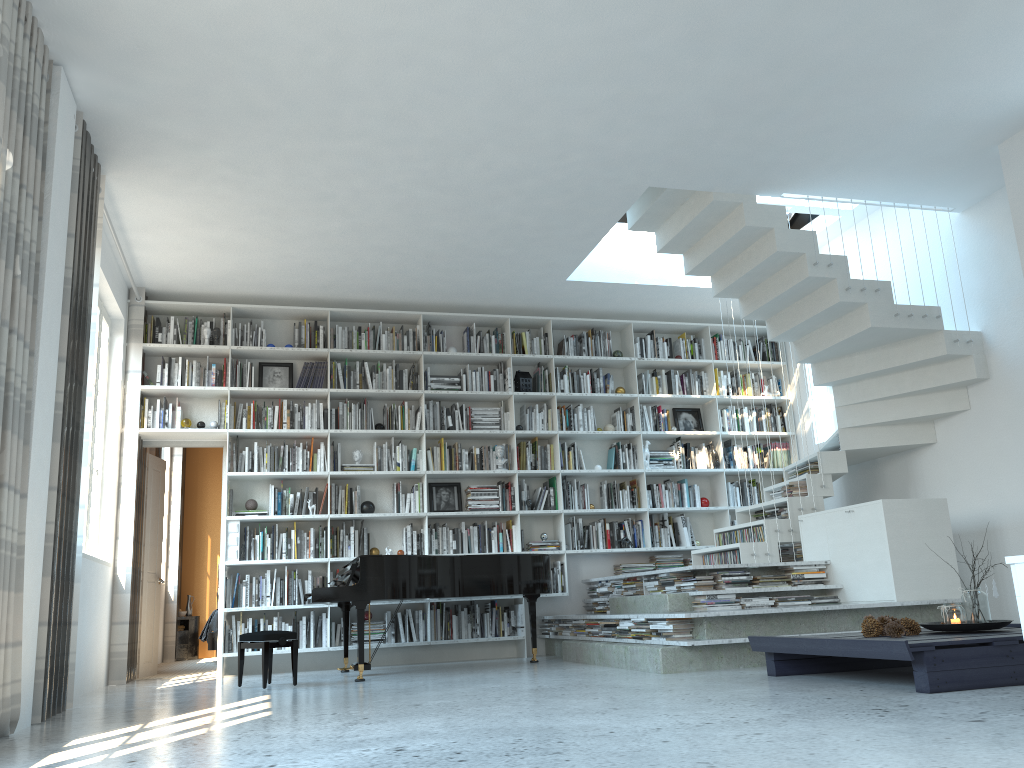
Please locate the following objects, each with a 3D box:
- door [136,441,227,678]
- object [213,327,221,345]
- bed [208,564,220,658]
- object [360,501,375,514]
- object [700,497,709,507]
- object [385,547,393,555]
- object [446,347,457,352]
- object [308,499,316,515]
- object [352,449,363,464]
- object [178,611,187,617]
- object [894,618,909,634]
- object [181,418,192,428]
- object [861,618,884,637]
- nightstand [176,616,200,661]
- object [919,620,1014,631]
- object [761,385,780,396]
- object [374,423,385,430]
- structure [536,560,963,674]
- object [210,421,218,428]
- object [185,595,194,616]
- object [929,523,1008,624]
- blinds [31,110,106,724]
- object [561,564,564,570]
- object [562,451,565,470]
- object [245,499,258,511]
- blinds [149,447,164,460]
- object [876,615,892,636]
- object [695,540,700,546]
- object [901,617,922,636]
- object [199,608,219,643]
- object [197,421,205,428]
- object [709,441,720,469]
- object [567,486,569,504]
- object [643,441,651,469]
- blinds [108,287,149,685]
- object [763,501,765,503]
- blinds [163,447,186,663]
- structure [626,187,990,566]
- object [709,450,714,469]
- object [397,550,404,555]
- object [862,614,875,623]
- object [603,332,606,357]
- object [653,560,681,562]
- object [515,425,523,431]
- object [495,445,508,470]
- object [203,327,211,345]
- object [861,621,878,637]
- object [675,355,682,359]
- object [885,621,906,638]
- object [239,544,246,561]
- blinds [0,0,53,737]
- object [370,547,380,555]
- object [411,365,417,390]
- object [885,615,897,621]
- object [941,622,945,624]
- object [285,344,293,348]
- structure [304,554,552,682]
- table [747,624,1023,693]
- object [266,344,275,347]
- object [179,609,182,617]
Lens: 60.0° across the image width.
[{"bbox_3d":[-2.957,1.553,7.852,0.834,1.975,0.788,1,-14,-15],"label":"door"},{"bbox_3d":[-2.570,-0.398,7.715,0.067,0.197,0.068,-10,-15,26],"label":"object"},{"bbox_3d":[-2.669,2.663,10.653,1.770,1.177,2.180,1,-15,-15],"label":"bed"},{"bbox_3d":[-1.275,1.099,7.827,0.134,0.135,0.134,-12,-16,32],"label":"object"},{"bbox_3d":[1.874,1.168,8.682,0.115,0.116,0.115,8,-17,-37],"label":"object"},{"bbox_3d":[-1.072,1.462,7.731,0.060,0.094,0.078,-3,-14,1],"label":"object"},{"bbox_3d":[-0.569,-0.300,8.359,0.105,0.105,0.105,8,-17,-37],"label":"object"},{"bbox_3d":[-1.711,1.053,7.568,0.082,0.139,0.044,6,-16,-31],"label":"object"},{"bbox_3d":[-1.383,0.654,7.933,0.095,0.156,0.121,-2,-14,-2],"label":"object"},{"bbox_3d":[-4.113,2.868,11.048,0.118,0.061,0.118,-1,-14,-8],"label":"object"},{"bbox_3d":[1.947,1.221,4.457,0.106,0.086,0.091,-2,-14,-2],"label":"object"},{"bbox_3d":[-2.774,0.334,7.555,0.087,0.087,0.087,-12,-16,32],"label":"object"},{"bbox_3d":[1.789,1.216,4.416,0.110,0.101,0.114,6,-17,-32],"label":"object"},{"bbox_3d":[-4.231,3.165,11.021,0.650,0.517,0.432,0,-14,-13],"label":"nightstand"},{"bbox_3d":[2.234,1.193,4.371,0.430,0.038,0.430,-9,-16,24],"label":"object"},{"bbox_3d":[2.633,0.079,9.063,0.203,0.136,0.095,-3,-14,0],"label":"object"},{"bbox_3d":[-1.198,0.402,8.007,0.097,0.098,0.097,-12,-16,32],"label":"object"},{"bbox_3d":[1.891,1.790,7.035,2.899,0.657,3.121,1,-15,-15],"label":"structure"},{"bbox_3d":[-2.568,0.353,7.639,0.071,0.072,0.071,8,-17,-37],"label":"object"},{"bbox_3d":[-4.070,2.794,11.185,0.091,0.267,0.091,-11,-16,29],"label":"object"},{"bbox_3d":[2.254,0.936,4.351,0.309,0.520,0.436,-6,-14,14],"label":"object"},{"bbox_3d":[-2.473,0.133,4.902,0.140,3.222,0.778,1,-14,-15],"label":"blinds"},{"bbox_3d":[0.457,1.771,8.074,0.011,0.259,0.142,1,-14,-15],"label":"object"},{"bbox_3d":[0.469,0.747,8.427,0.013,0.207,0.140,1,-14,-15],"label":"object"},{"bbox_3d":[-2.226,1.037,7.576,0.105,0.106,0.105,8,-17,-37],"label":"object"},{"bbox_3d":[-3.513,1.128,8.615,0.140,3.222,0.778,1,-14,-15],"label":"blinds"},{"bbox_3d":[1.860,1.210,4.431,0.094,0.108,0.108,-15,-18,40],"label":"object"},{"bbox_3d":[1.786,1.547,8.585,0.071,0.072,0.072,-12,-16,32],"label":"object"},{"bbox_3d":[1.958,1.193,4.352,0.083,0.099,0.092,0,-14,-10],"label":"object"},{"bbox_3d":[-2.899,2.752,10.512,1.481,0.539,1.454,1,-15,-16],"label":"object"},{"bbox_3d":[-2.675,0.356,7.630,0.071,0.072,0.071,8,-17,-37],"label":"object"},{"bbox_3d":[1.989,0.704,8.708,0.087,0.287,0.075,-8,-14,19],"label":"object"},{"bbox_3d":[0.507,1.080,8.371,0.007,0.265,0.135,1,-14,-15],"label":"object"},{"bbox_3d":[1.289,0.685,8.496,0.087,0.287,0.075,-8,-14,19],"label":"object"},{"bbox_3d":[-3.204,0.833,7.513,0.140,3.222,0.778,1,-14,-15],"label":"blinds"},{"bbox_3d":[2.504,1.203,8.854,0.071,0.072,0.072,-12,-16,32],"label":"object"},{"bbox_3d":[-4.245,1.827,11.226,0.140,3.222,0.778,1,-14,-15],"label":"blinds"},{"bbox_3d":[2.040,0.057,7.111,2.614,3.372,1.960,1,-14,-15],"label":"structure"},{"bbox_3d":[1.957,0.773,8.829,0.022,0.211,0.179,1,-14,-15],"label":"object"},{"bbox_3d":[-0.976,1.485,7.777,0.061,0.062,0.061,-12,-16,32],"label":"object"},{"bbox_3d":[1.818,1.220,4.496,0.090,0.105,0.098,-4,-14,5],"label":"object"},{"bbox_3d":[0.902,-0.352,8.834,0.006,0.297,0.130,1,-14,-15],"label":"object"},{"bbox_3d":[1.467,1.694,8.472,0.254,0.005,0.161,1,-15,-15],"label":"object"},{"bbox_3d":[0.068,0.418,8.290,0.071,0.072,0.072,-12,-16,32],"label":"object"},{"bbox_3d":[-0.107,0.685,8.135,0.138,0.243,0.137,-14,-18,38],"label":"object"},{"bbox_3d":[-2.648,-0.399,7.693,0.067,0.197,0.068,-10,-15,26],"label":"object"},{"bbox_3d":[1.753,1.209,4.349,0.082,0.084,0.083,-3,-14,-1],"label":"object"},{"bbox_3d":[1.674,-0.253,8.920,0.071,0.072,0.072,-12,-16,32],"label":"object"},{"bbox_3d":[1.818,1.167,4.208,0.081,0.083,0.099,0,-14,-11],"label":"object"},{"bbox_3d":[-2.235,1.399,7.353,0.045,0.146,0.045,-8,-15,22],"label":"object"},{"bbox_3d":[-2.120,-0.219,3.662,0.183,3.252,1.029,1,-14,-16],"label":"blinds"},{"bbox_3d":[-1.205,1.477,7.761,0.091,0.091,0.091,8,-17,-37],"label":"object"},{"bbox_3d":[-0.889,-0.048,8.100,0.075,0.254,0.075,7,-17,-36],"label":"object"},{"bbox_3d":[1.931,1.230,4.524,0.097,0.102,0.099,11,-19,-44],"label":"object"},{"bbox_3d":[2.139,1.199,4.382,0.039,0.043,0.038,11,-19,-44],"label":"object"},{"bbox_3d":[-2.005,-0.315,7.971,0.083,0.083,0.083,8,-17,-37],"label":"object"},{"bbox_3d":[-0.561,1.729,6.688,1.918,0.830,1.338,1,-15,-15],"label":"structure"},{"bbox_3d":[2.055,1.322,4.354,1.270,0.217,1.261,1,-15,-15],"label":"table"},{"bbox_3d":[-2.157,-0.318,7.929,0.083,0.083,0.083,8,-17,-37],"label":"object"},{"bbox_3d":[-4.205,2.875,11.144,0.106,0.103,0.106,-1,-14,-8],"label":"object"}]
